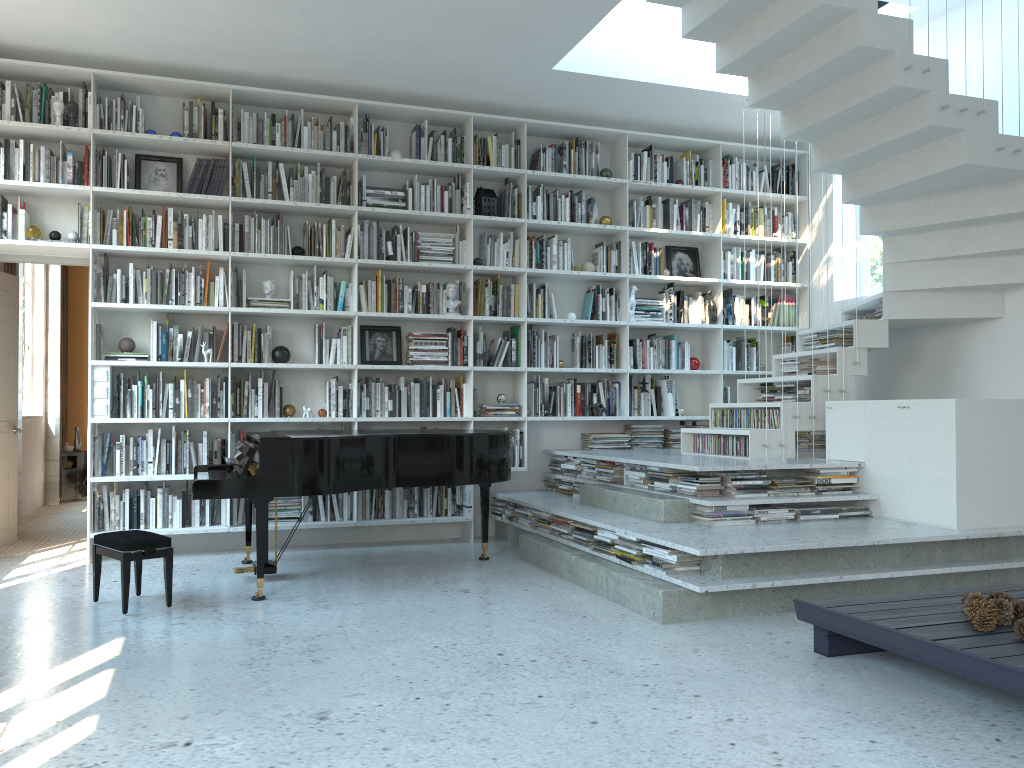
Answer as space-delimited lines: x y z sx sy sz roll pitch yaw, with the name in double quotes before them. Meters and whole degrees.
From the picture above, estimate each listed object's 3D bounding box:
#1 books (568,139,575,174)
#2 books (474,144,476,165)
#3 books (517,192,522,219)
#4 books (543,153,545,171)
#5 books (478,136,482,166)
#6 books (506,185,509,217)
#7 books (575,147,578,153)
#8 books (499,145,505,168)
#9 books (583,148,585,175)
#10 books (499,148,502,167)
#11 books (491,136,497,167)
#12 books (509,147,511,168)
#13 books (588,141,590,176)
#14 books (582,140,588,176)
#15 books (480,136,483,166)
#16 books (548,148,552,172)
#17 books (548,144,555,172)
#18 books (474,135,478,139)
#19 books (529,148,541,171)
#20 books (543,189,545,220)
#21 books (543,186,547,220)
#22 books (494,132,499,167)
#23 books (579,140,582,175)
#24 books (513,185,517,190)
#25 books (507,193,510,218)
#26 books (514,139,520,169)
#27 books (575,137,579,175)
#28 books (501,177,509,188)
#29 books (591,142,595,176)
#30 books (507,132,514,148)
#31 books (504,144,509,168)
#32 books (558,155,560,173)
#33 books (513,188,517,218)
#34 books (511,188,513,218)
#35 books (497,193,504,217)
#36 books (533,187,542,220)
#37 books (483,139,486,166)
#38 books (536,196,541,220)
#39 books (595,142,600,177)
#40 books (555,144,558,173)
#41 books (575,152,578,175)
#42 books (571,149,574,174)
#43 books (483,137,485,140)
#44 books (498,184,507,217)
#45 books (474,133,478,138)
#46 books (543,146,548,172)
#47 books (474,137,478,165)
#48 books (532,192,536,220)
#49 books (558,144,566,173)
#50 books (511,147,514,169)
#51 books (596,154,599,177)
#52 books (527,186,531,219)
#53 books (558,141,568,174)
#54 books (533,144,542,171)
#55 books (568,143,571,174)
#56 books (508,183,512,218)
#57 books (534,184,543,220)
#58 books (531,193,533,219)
"books" 0.453 -1.738 6.933 0.006 0.312 0.179 0 -1 -19
"books" -0.304 -1.685 6.672 0.015 0.192 0.160 0 -1 -19
"books" 0.034 -1.327 6.757 0.008 0.213 0.223 0 -1 -19
"books" 0.225 -1.675 6.856 0.009 0.183 0.160 0 -1 -19
"books" -0.259 -1.719 6.679 0.034 0.261 0.157 0 -1 -19
"books" -0.064 -1.357 6.736 0.022 0.272 0.181 0 -1 -19
"books" 0.477 -1.707 6.940 0.008 0.251 0.170 0 -1 -19
"books" -0.093 -1.688 6.732 0.024 0.201 0.180 0 -1 -19
"books" 0.536 -1.707 6.967 0.024 0.252 0.149 0 -1 -19
"books" -0.114 -1.677 6.723 0.022 0.180 0.173 0 -1 -19
"books" -0.155 -1.724 6.731 0.030 0.274 0.151 0 -1 -19
"books" -0.046 -1.688 6.766 0.025 0.203 0.162 0 -1 -19
"books" 0.581 -1.741 7.005 0.008 0.321 0.133 0 -1 -19
"books" 0.554 -1.734 6.964 0.008 0.307 0.182 0 -1 -19
"books" -0.242 -1.719 6.694 0.008 0.262 0.142 0 -1 -19
"books" 0.263 -1.696 6.871 0.028 0.226 0.163 0 -1 -19
"books" 0.291 -1.711 6.881 0.030 0.255 0.161 0 -1 -19
"books" -0.284 -1.719 6.668 0.006 0.259 0.166 0 -1 -19
"books" 0.174 -1.687 6.823 0.046 0.206 0.183 0 -1 -19
"books" 0.216 -1.351 6.839 0.010 0.268 0.166 0 -1 -19
"books" 0.235 -1.364 6.862 0.021 0.296 0.138 0 -1 -19
"books" -0.131 -1.736 6.721 0.010 0.297 0.167 0 -1 -19
"books" 0.500 -1.732 6.930 0.015 0.299 0.183 0 -1 -19
"books" 0.016 -1.366 6.788 0.005 0.292 0.130 0 -1 -19
"books" -0.056 -1.329 6.754 0.024 0.217 0.169 0 -1 -19
"books" 0.020 -1.713 6.765 0.029 0.253 0.186 0 -1 -19
"books" 0.484 -1.746 6.942 0.007 0.329 0.183 0 -1 -19
"books" -0.061 -1.390 6.753 0.025 0.339 0.143 0 -1 -19
"books" 0.606 -1.729 6.983 0.013 0.297 0.188 0 -1 -19
"books" -0.010 -1.750 6.790 0.012 0.329 0.128 0 -1 -19
"books" -0.065 -1.694 6.738 0.031 0.213 0.169 0 -1 -19
"books" 0.334 -1.677 6.916 0.031 0.190 0.132 0 -1 -19
"books" 0.004 -1.345 6.748 0.013 0.248 0.186 0 -1 -19
"books" -0.022 -1.348 6.753 0.005 0.255 0.158 0 -1 -19
"books" -0.092 -1.327 6.745 0.019 0.213 0.156 0 -1 -19
"books" 0.191 -1.359 6.837 0.011 0.283 0.173 0 -1 -19
"books" -0.226 -1.705 6.680 0.015 0.233 0.171 0 -1 -19
"books" 0.179 -1.322 6.814 0.026 0.208 0.181 0 -1 -19
"books" 0.653 -1.733 6.999 0.006 0.306 0.163 0 -1 -19
"books" 0.315 -1.711 6.891 0.021 0.256 0.169 0 -1 -19
"books" 0.470 -1.683 6.921 0.018 0.201 0.188 0 -1 -19
"books" 0.443 -1.698 6.923 0.018 0.231 0.160 0 -1 -19
"books" -0.227 -1.719 6.718 0.007 0.264 0.133 0 -1 -19
"books" -0.075 -1.358 6.718 0.021 0.272 0.190 0 -1 -19
"books" -0.282 -1.728 6.681 0.007 0.279 0.150 0 -1 -19
"books" 0.239 -1.699 6.849 0.013 0.229 0.174 0 -1 -19
"books" -0.285 -1.709 6.652 0.007 0.239 0.191 0 -1 -19
"books" 0.148 -1.339 6.823 0.026 0.243 0.148 0 -1 -19
"books" 0.375 -1.712 6.888 0.028 0.258 0.185 0 -1 -19
"books" -0.021 -1.683 6.767 0.022 0.194 0.182 0 -1 -19
"books" 0.644 -1.685 6.994 0.014 0.209 0.188 0 -1 -19
"books" 0.112 -1.360 6.802 0.012 0.285 0.159 0 -1 -19
"books" 0.392 -1.728 6.919 0.024 0.292 0.167 0 -1 -19
"books" 0.197 -1.706 6.839 0.009 0.244 0.173 0 -1 -19
"books" 0.425 -1.724 6.937 0.007 0.285 0.159 0 -1 -19
"books" -0.039 -1.365 6.738 0.021 0.288 0.179 0 -1 -19
"books" 0.205 -1.370 6.836 0.014 0.307 0.152 0 -1 -19
"books" 0.129 -1.337 6.822 0.012 0.239 0.138 0 -1 -19
